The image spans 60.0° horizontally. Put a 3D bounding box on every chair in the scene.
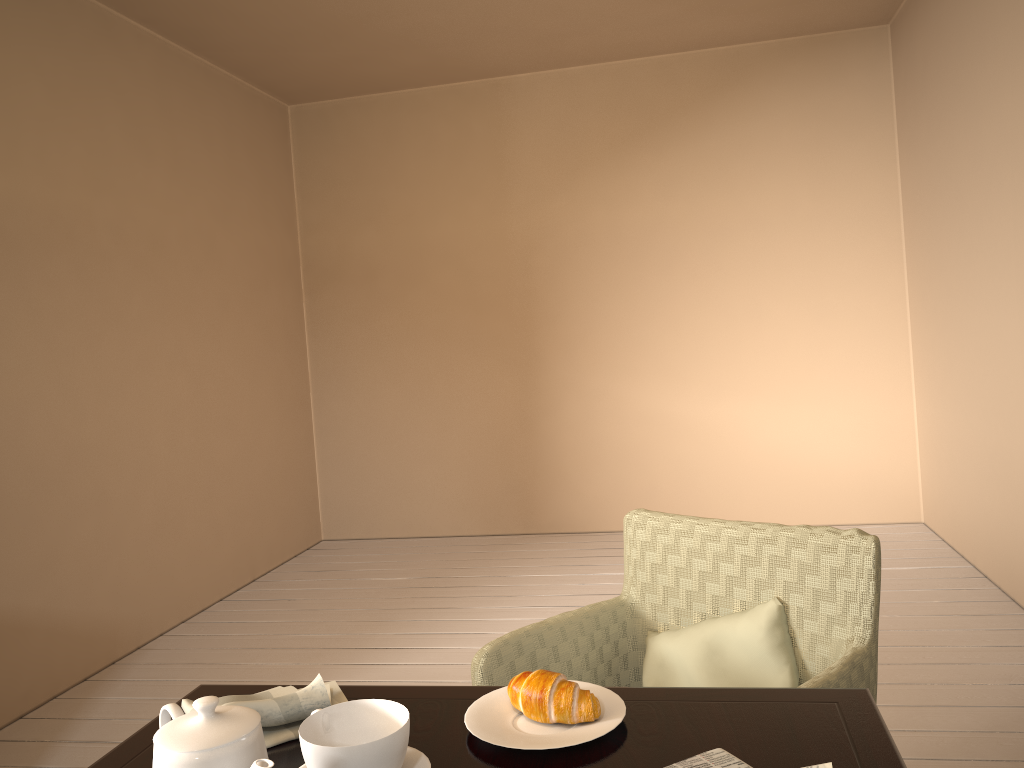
[{"bbox_3d":[0.289,0.670,1.513,0.562,0.801,0.563,-6,2,-42],"label":"chair"}]

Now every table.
[{"bbox_3d":[-0.176,0.797,0.226,0.918,0.653,1.994,-4,3,12],"label":"table"}]

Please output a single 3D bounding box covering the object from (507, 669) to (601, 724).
[{"bbox_3d":[0.045,0.377,1.079,0.138,0.051,0.062,-3,3,30],"label":"object"}]

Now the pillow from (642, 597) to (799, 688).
[{"bbox_3d":[0.364,0.531,1.579,0.315,0.294,0.248,-3,2,25],"label":"pillow"}]

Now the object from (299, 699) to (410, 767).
[{"bbox_3d":[-0.169,0.394,0.945,0.125,0.069,0.116,-4,2,5],"label":"object"}]

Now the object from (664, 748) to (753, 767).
[{"bbox_3d":[0.195,0.404,0.805,0.165,0.026,0.232,-6,3,-23],"label":"object"}]

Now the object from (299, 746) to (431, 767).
[{"bbox_3d":[-0.163,0.424,0.945,0.154,0.012,0.154,-6,3,-28],"label":"object"}]

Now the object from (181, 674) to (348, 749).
[{"bbox_3d":[-0.313,0.399,1.147,0.205,0.063,0.197,-6,3,-26],"label":"object"}]

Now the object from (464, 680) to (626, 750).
[{"bbox_3d":[0.040,0.402,1.069,0.194,0.014,0.194,-5,3,-13],"label":"object"}]

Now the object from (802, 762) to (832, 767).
[{"bbox_3d":[0.175,0.392,0.774,0.233,0.051,0.165,-4,3,12],"label":"object"}]

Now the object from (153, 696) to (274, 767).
[{"bbox_3d":[-0.272,0.368,0.818,0.198,0.156,0.118,-4,2,18],"label":"object"}]
